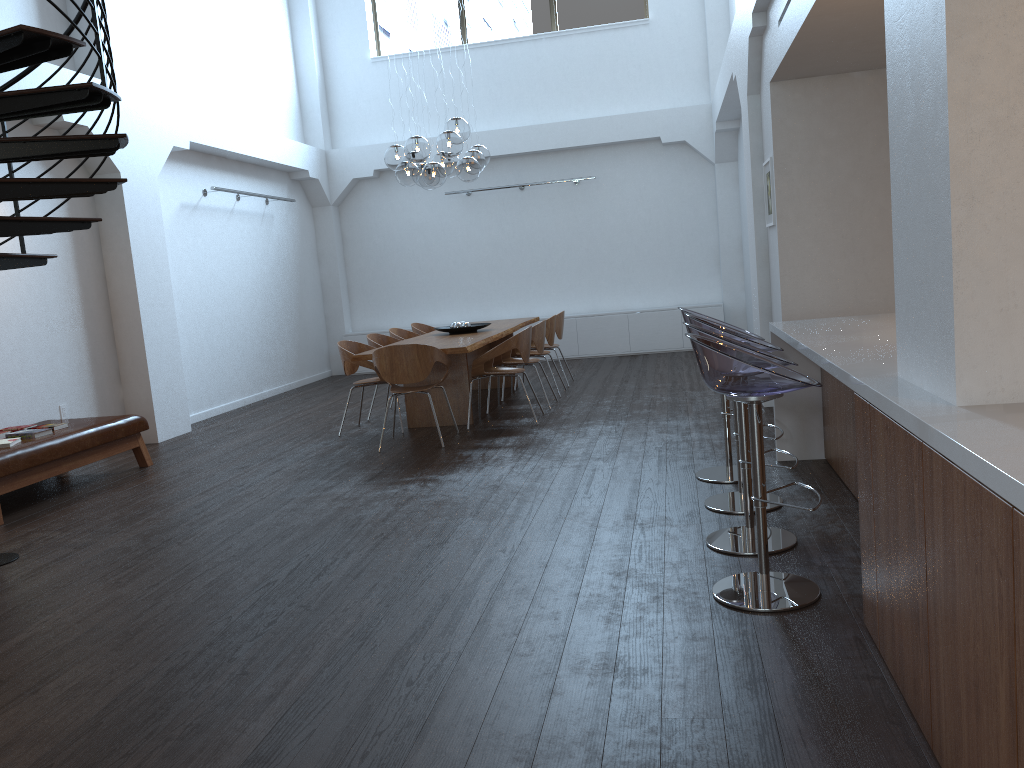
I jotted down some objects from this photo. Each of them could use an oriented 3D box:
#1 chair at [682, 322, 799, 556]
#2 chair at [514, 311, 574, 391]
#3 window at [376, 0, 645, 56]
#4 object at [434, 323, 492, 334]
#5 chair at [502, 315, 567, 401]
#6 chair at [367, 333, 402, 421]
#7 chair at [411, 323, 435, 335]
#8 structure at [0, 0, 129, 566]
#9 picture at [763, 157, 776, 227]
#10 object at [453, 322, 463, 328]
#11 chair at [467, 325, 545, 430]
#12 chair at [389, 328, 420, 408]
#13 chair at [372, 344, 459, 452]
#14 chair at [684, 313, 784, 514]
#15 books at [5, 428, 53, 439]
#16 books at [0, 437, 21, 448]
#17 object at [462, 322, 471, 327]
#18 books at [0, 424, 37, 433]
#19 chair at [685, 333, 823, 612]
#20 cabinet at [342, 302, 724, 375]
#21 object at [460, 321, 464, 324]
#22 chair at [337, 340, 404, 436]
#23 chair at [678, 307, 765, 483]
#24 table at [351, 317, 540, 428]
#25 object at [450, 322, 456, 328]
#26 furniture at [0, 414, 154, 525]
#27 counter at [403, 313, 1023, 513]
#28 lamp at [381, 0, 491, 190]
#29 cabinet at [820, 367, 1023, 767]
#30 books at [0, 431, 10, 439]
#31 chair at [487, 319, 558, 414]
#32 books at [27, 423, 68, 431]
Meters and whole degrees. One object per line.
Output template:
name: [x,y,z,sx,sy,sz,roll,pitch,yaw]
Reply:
chair: [1.037,0.210,3.951,0.481,1.014,0.530,-4,7,9]
chair: [0.342,-0.394,10.079,0.618,0.833,0.629,-4,7,11]
window: [-0.089,-5.689,13.002,3.970,1.308,0.005,-4,7,11]
object: [-0.500,-0.559,9.034,0.592,0.066,0.592,-9,8,-31]
chair: [0.208,-0.289,9.330,0.618,0.833,0.629,-4,7,11]
chair: [-1.099,-0.105,8.800,0.618,0.833,0.629,-4,7,12]
chair: [-0.836,-0.316,10.307,0.618,0.833,0.629,-4,7,11]
structure: [-3.038,-1.180,4.543,1.998,4.352,1.998,-9,8,-28]
picture: [1.988,-1.474,6.860,0.018,0.500,0.500,-4,7,11]
object: [-0.544,-0.575,8.971,0.100,0.100,0.100,-10,9,-34]
chair: [-0.078,-0.076,7.827,0.618,0.833,0.629,-4,7,9]
chair: [-0.985,-0.208,9.548,0.618,0.833,0.629,-4,7,11]
chair: [-0.801,0.066,7.206,0.629,0.833,0.618,-4,7,6]
chair: [1.164,0.122,4.569,0.481,1.014,0.530,-4,7,9]
books: [-3.464,0.358,6.368,0.247,0.040,0.185,-3,7,14]
books: [-3.470,0.404,6.048,0.161,0.031,0.223,-7,7,-11]
object: [-0.465,-0.585,9.032,0.100,0.100,0.100,-10,9,-34]
books: [-3.746,0.343,6.715,0.224,0.036,0.161,-5,7,5]
chair: [0.927,0.296,3.336,0.481,1.014,0.530,-4,7,13]
cabinet: [0.257,-0.654,13.065,5.580,0.626,0.478,-4,7,11]
object: [-0.506,-0.596,9.126,0.100,0.100,0.100,-10,9,-34]
chair: [-1.239,-0.001,8.052,0.617,0.830,0.629,-4,7,11]
chair: [1.247,0.037,5.191,0.481,1.014,0.530,-4,7,13]
table: [-0.463,-0.157,9.090,1.012,0.750,3.803,-4,7,11]
object: [-0.585,-0.583,9.064,0.100,0.100,0.100,-10,9,-34]
furniture: [-3.572,0.595,6.519,0.907,0.453,1.819,-4,7,11]
counter: [1.039,0.170,4.916,3.039,0.860,8.182,-8,7,-19]
lamp: [-0.770,-2.931,8.430,0.849,2.140,1.787,-4,7,10]
cabinet: [1.655,0.355,3.167,0.898,0.796,4.493,-4,7,11]
books: [-3.802,0.384,6.391,0.283,0.043,0.197,-4,7,10]
chair: [0.075,-0.185,8.585,0.618,0.833,0.629,-4,7,11]
books: [-3.474,0.327,6.638,0.224,0.032,0.161,-4,7,11]
